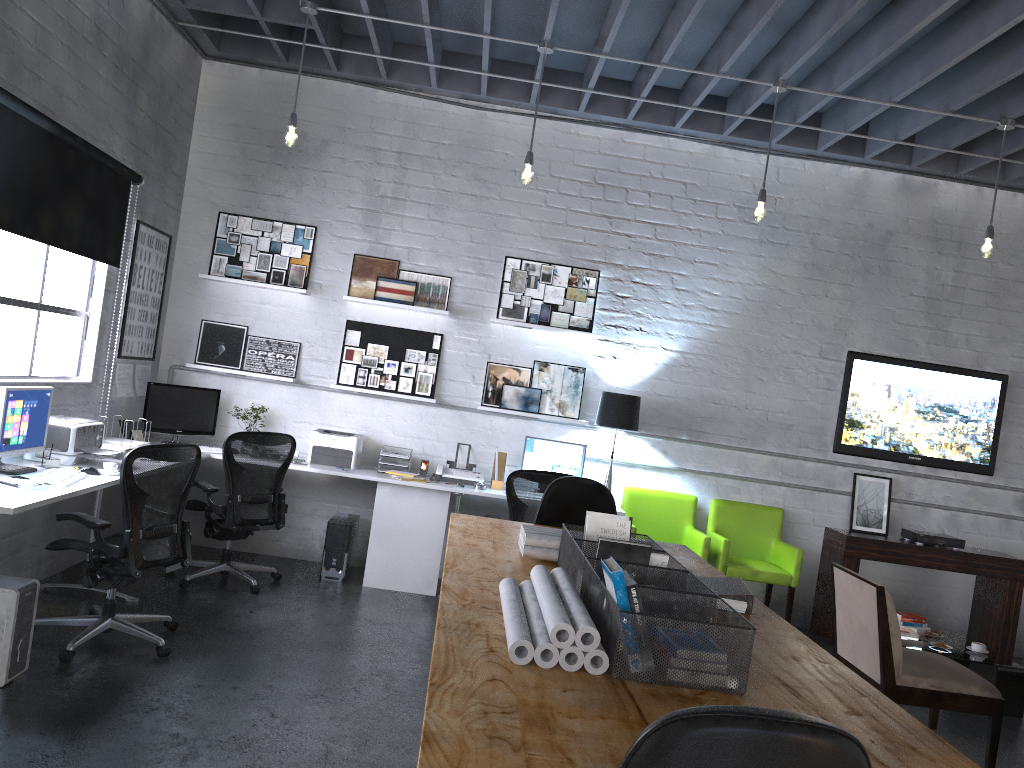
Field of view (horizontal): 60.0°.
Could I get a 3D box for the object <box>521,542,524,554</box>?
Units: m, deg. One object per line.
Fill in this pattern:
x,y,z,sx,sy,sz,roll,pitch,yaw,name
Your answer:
0.294,0.643,3.285,0.519,0.047,0.047,8,0,-3,object

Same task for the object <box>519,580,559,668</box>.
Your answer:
0.062,0.608,2.302,0.058,0.057,0.635,8,0,-3,object

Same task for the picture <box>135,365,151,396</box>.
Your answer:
-2.663,-0.025,6.423,0.036,0.221,0.289,8,0,-3,picture

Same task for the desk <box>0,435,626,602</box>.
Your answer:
-0.968,1.040,5.189,3.575,0.785,3.298,8,0,-3,desk

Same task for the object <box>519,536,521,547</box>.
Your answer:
0.288,0.643,3.424,0.519,0.047,0.047,8,0,-3,object

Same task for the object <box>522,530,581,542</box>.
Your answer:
0.299,0.603,3.309,0.519,0.047,0.046,8,0,-3,object

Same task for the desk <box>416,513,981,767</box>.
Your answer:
0.269,1.138,2.740,1.115,0.926,2.831,8,0,-3,desk

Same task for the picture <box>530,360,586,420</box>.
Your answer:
0.344,0.047,6.862,0.410,0.408,0.047,8,1,-3,picture

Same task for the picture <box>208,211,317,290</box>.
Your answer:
-1.890,-1.007,6.727,0.749,0.503,0.058,8,1,-3,picture

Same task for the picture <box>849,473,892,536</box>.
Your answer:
2.821,0.946,6.972,0.308,0.457,0.092,8,1,-3,picture

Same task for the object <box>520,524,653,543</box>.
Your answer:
0.292,0.603,3.448,0.519,0.047,0.046,8,0,-3,object

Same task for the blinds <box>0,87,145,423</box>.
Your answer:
-2.467,-0.551,4.649,0.100,1.632,2.119,8,0,-3,blinds

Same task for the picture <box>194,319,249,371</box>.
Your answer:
-2.207,-0.297,6.733,0.355,0.343,0.042,8,1,-3,picture

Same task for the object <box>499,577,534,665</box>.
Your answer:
0.006,0.599,2.300,0.057,0.058,0.635,8,0,-3,object

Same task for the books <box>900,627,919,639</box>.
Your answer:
2.470,1.584,5.691,0.223,0.027,0.161,8,0,7,books

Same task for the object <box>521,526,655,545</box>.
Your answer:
0.295,0.603,3.401,0.519,0.047,0.046,8,0,-3,object

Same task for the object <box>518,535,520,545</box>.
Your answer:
0.285,0.643,3.471,0.519,0.047,0.047,8,0,-3,object

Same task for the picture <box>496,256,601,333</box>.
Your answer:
0.282,-0.686,6.840,0.749,0.503,0.058,8,1,-3,picture

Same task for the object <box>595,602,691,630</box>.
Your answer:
0.353,0.636,2.438,0.234,0.022,0.185,8,0,-10,object

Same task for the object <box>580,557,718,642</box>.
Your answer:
0.363,0.603,2.440,0.316,0.156,0.306,8,0,-3,object

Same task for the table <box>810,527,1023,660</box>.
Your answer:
3.121,1.635,6.850,1.410,0.820,0.403,8,0,-3,table

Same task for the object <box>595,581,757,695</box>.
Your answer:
0.378,0.604,2.133,0.316,0.156,0.306,8,0,-3,object

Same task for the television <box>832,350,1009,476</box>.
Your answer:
3.226,0.235,6.993,1.324,0.816,0.021,8,1,-3,television

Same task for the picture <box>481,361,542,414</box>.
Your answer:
0.008,0.029,6.836,0.452,0.345,0.054,8,1,-3,picture

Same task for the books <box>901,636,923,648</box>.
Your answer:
2.474,1.621,5.670,0.174,0.045,0.240,8,0,-13,books

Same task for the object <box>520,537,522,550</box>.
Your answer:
0.290,0.643,3.378,0.519,0.047,0.047,8,0,-3,object

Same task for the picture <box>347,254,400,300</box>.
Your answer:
-1.058,-0.803,6.780,0.355,0.343,0.042,8,1,-3,picture

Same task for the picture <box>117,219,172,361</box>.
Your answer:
-2.573,-0.633,6.235,0.020,0.935,0.658,8,0,-3,picture

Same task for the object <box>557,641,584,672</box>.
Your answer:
0.118,0.616,2.305,0.057,0.058,0.635,8,0,-3,object

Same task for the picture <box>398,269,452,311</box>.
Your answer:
-0.682,-0.714,6.797,0.410,0.277,0.036,8,1,-3,picture

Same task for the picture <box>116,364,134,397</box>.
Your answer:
-2.646,-0.025,6.076,0.036,0.221,0.289,8,0,-3,picture

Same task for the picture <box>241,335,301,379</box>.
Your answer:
-1.831,-0.208,6.750,0.410,0.277,0.036,8,1,-3,picture

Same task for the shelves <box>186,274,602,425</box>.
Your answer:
-0.872,-0.252,6.721,3.024,0.694,0.199,8,1,-3,shelves

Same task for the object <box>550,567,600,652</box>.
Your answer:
0.154,0.572,2.306,0.057,0.057,0.635,8,0,-3,object

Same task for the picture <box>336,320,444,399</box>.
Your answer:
-0.932,-0.190,6.789,0.749,0.503,0.058,8,1,-3,picture

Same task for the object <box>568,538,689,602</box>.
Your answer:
0.348,0.603,2.747,0.316,0.156,0.306,8,0,-3,object

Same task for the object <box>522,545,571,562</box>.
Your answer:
0.297,0.643,3.239,0.519,0.047,0.047,8,0,-3,object

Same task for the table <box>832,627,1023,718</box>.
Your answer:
2.711,1.832,5.837,0.873,0.300,0.873,8,0,1,table

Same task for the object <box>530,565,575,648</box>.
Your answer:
0.098,0.564,2.303,0.057,0.057,0.635,8,0,-3,object

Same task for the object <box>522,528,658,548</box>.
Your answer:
0.297,0.603,3.355,0.519,0.047,0.046,8,0,-3,object

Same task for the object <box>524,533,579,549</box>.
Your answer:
0.302,0.604,3.253,0.520,0.047,0.046,8,0,-5,object

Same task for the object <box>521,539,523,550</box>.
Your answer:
0.292,0.643,3.332,0.519,0.047,0.047,8,0,-3,object

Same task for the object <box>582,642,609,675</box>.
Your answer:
0.175,0.625,2.308,0.058,0.057,0.635,8,0,-3,object

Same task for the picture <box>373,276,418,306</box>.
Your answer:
-0.891,-0.704,6.771,0.311,0.196,0.029,8,1,-3,picture
